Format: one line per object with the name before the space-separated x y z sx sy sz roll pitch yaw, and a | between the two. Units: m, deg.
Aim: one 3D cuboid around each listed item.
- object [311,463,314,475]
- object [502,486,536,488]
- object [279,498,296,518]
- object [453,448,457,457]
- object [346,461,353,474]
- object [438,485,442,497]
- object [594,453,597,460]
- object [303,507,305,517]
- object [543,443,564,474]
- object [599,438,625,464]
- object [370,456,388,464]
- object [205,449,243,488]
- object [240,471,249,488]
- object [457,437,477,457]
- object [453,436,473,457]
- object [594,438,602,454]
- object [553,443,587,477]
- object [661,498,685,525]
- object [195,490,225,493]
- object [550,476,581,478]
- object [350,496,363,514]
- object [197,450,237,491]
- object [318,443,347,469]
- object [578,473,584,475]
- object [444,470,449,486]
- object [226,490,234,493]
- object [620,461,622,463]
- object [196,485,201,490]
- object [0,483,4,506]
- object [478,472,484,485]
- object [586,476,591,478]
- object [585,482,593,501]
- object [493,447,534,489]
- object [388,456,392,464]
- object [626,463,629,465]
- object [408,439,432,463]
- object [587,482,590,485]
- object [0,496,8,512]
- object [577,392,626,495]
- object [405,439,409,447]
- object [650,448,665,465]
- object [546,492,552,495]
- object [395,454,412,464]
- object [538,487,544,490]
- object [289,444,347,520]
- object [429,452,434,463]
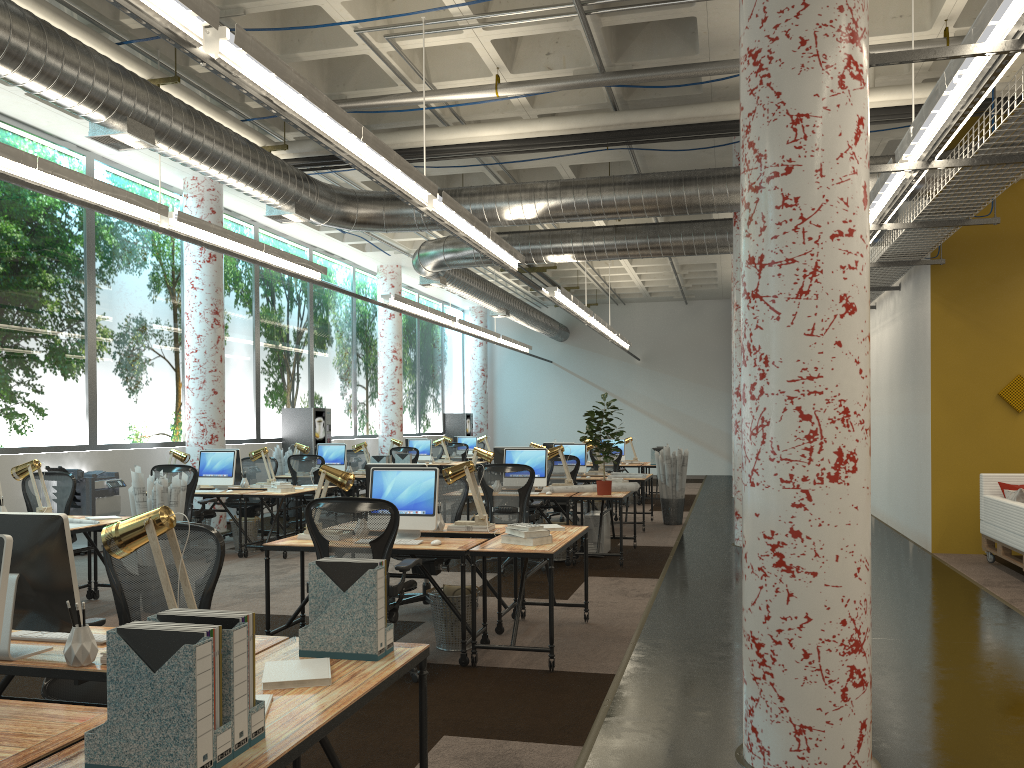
object | -3.079 1.310 13.745 0.101 0.209 0.101 0 0 -31
object | 0.103 1.211 10.457 0.439 0.017 0.118 -1 -3 14
object | -3.686 1.993 14.552 0.353 0.398 0.353 -1 -1 33
object | -1.353 1.613 20.770 0.101 0.209 0.101 0 0 -31
object | -2.579 1.320 14.042 0.101 0.209 0.101 0 0 -31
object | -1.457 2.093 17.518 0.235 0.403 0.119 -1 0 14
object | 1.567 1.408 16.709 0.101 0.209 0.101 0 0 -31
object | -3.240 1.955 14.150 0.235 0.403 0.119 -1 0 14
object | 0.706 1.123 13.304 0.484 0.485 0.189 -1 0 14
object | 1.879 1.262 16.569 0.484 0.485 0.189 -1 0 14
object | -1.975 1.230 13.171 0.280 0.302 0.150 -1 0 14
object | -3.639 1.060 11.146 0.484 0.485 0.189 -1 0 14
object | -3.324 1.189 11.008 0.101 0.209 0.101 0 0 -31
object | -1.040 1.467 20.630 0.484 0.485 0.189 -1 0 14
object | -1.168 1.493 21.206 0.484 0.485 0.189 -1 0 14
object | 1.751 1.288 17.145 0.484 0.485 0.189 -1 0 14
object | 0.834 1.097 12.728 0.484 0.485 0.189 -1 0 14
object | 2.376 1.880 13.079 0.353 0.398 0.353 0 -1 -31
object | -3.587 1.257 10.363 0.439 0.017 0.118 -1 -3 14
object | 0.758 1.321 12.520 0.439 0.017 0.118 -1 -3 14
object | -2.408 1.926 13.648 0.235 0.403 0.119 -1 0 14
object | -3.511 1.033 10.571 0.484 0.485 0.189 -1 0 14
object | -2.894 1.190 14.180 0.484 0.485 0.189 -1 0 14
object | 1.021 1.253 13.166 0.101 0.209 0.101 0 0 -31
object | -1.514 2.258 21.176 0.235 0.403 0.119 -1 0 14
object | -3.271 1.244 10.277 0.059 0.029 0.106 -1 -2 15
object | 2.066 1.418 17.007 0.101 0.209 0.101 0 0 -31
object | -3.824 1.179 10.711 0.101 0.209 0.101 0 0 -31
object | -4.542 0.901 7.471 0.484 0.485 0.189 -1 0 14
object | -0.682 2.229 20.673 0.235 0.403 0.119 -1 0 14
object | 1.075 1.308 12.435 0.059 0.029 0.106 -1 -2 15
object | 1.429 2.043 17.190 0.359 0.435 0.353 -1 -1 10
object | 0.024 0.969 10.245 0.484 0.485 0.189 -1 0 14
object | -1.940 1.236 13.314 0.280 0.302 0.150 -1 0 14
object | 2.120 1.473 16.276 0.059 0.029 0.106 -1 -2 15
object | -1.815 1.331 17.476 0.484 0.485 0.189 -1 0 14
object | 1.405 2.053 17.115 0.235 0.403 0.119 -1 0 14
object | -4.227 1.030 7.333 0.101 0.209 0.101 0 0 -31
object | 0.937 0.622 9.242 0.514 1.078 0.438 0 0 4
object | -1.943 1.357 18.051 0.484 0.485 0.189 -1 0 14
object | 2.670 1.328 16.136 0.280 0.302 0.150 -1 0 14
object | 0.392 1.154 9.376 0.059 0.029 0.106 -1 -2 15
object | -1.734 1.272 14.153 0.280 0.302 0.150 -1 0 14
object | 0.338 1.099 10.107 0.101 0.209 0.101 0 0 -31
object | -3.050 1.531 13.680 1.078 1.209 0.191 -1 0 14
object | -1.628 1.487 17.913 0.101 0.209 0.101 0 0 -31
